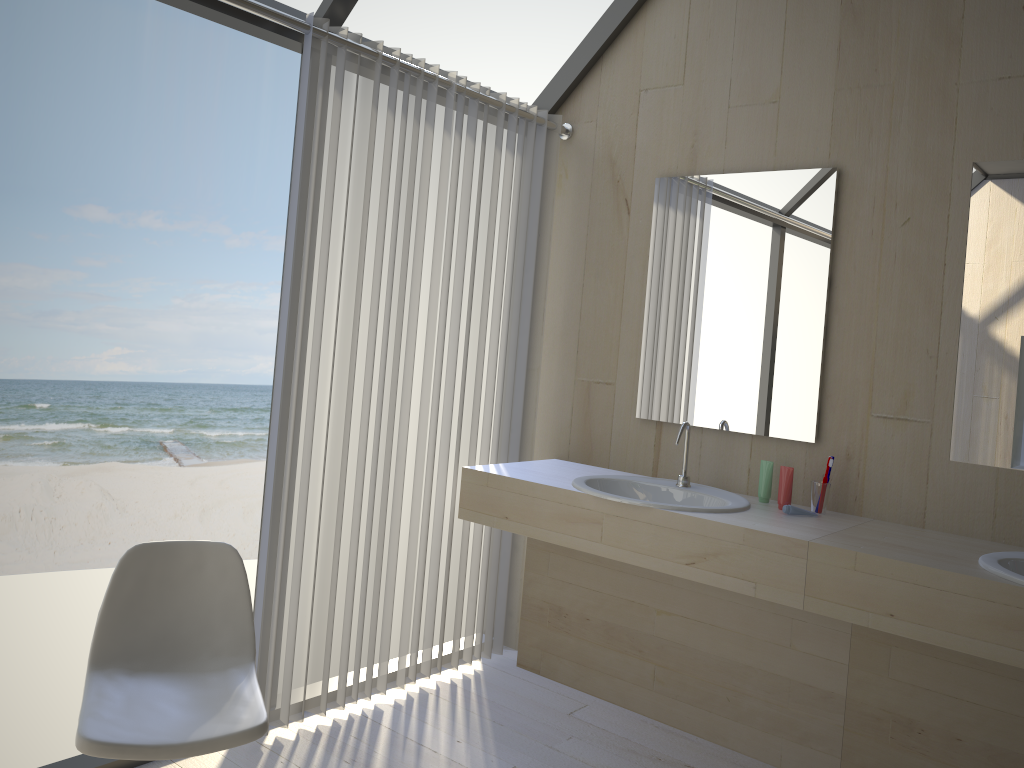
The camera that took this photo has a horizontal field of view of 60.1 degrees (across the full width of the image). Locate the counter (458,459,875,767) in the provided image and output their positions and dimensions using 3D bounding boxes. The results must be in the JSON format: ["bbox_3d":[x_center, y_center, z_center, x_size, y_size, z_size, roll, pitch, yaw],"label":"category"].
[{"bbox_3d":[0.434,0.740,2.851,1.208,0.791,0.549,6,1,39],"label":"counter"}]

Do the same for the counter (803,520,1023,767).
[{"bbox_3d":[1.362,0.858,2.084,1.208,0.791,0.549,6,1,39],"label":"counter"}]

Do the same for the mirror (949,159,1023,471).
[{"bbox_3d":[1.555,-0.178,2.357,0.655,0.869,0.023,5,0,39],"label":"mirror"}]

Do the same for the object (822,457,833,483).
[{"bbox_3d":[0.942,0.306,2.658,0.012,0.178,0.050,5,0,-12],"label":"object"}]

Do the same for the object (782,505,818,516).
[{"bbox_3d":[0.856,0.375,2.629,0.104,0.029,0.033,4,2,-10],"label":"object"}]

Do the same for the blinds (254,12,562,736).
[{"bbox_3d":[-0.299,-0.018,2.978,0.084,2.071,1.180,4,0,39],"label":"blinds"}]

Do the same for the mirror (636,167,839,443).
[{"bbox_3d":[0.741,-0.280,2.995,0.655,0.869,0.023,5,0,39],"label":"mirror"}]

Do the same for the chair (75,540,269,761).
[{"bbox_3d":[-0.734,0.567,1.951,0.368,0.347,0.455,4,2,-22],"label":"chair"}]

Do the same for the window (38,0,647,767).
[{"bbox_3d":[-1.148,-0.363,1.609,0.747,2.813,4.552,5,1,39],"label":"window"}]

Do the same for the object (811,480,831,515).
[{"bbox_3d":[0.933,0.347,2.687,0.058,0.100,0.058,4,1,-44],"label":"object"}]

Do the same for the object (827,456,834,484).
[{"bbox_3d":[0.951,0.307,2.693,0.053,0.175,0.012,5,0,-25],"label":"object"}]

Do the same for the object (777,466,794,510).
[{"bbox_3d":[0.836,0.320,2.707,0.039,0.135,0.039,5,0,-2],"label":"object"}]

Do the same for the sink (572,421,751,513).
[{"bbox_3d":[0.465,0.330,2.797,0.575,0.419,0.503,6,2,43],"label":"sink"}]

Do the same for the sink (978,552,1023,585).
[{"bbox_3d":[1.393,0.447,2.029,0.575,0.419,0.503,6,2,43],"label":"sink"}]

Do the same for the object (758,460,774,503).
[{"bbox_3d":[0.807,0.312,2.817,0.039,0.135,0.039,5,0,-2],"label":"object"}]
